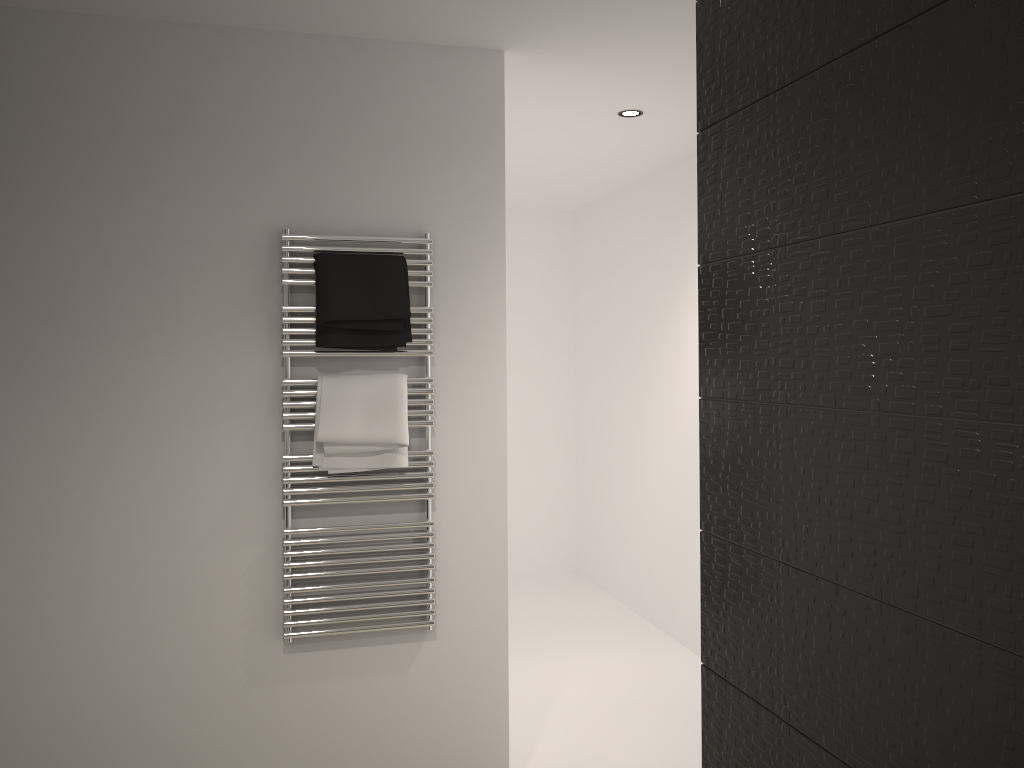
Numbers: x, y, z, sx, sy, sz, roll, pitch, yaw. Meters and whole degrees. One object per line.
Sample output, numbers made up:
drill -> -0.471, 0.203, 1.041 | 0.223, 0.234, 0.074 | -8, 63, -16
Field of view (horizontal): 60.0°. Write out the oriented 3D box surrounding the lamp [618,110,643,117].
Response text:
lamp -> 0.502, -1.146, 3.755 | 0.105, 0.004, 0.105 | 1, 2, 36

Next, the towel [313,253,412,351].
towel -> -0.463, -0.258, 2.776 | 0.300, 0.309, 0.141 | -1, 0, -18

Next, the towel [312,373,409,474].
towel -> -0.473, 0.123, 2.782 | 0.303, 0.309, 0.098 | -1, 0, -14

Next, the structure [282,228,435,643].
structure -> -0.485, 0.157, 2.819 | 0.472, 1.292, 0.039 | 0, 0, -15
